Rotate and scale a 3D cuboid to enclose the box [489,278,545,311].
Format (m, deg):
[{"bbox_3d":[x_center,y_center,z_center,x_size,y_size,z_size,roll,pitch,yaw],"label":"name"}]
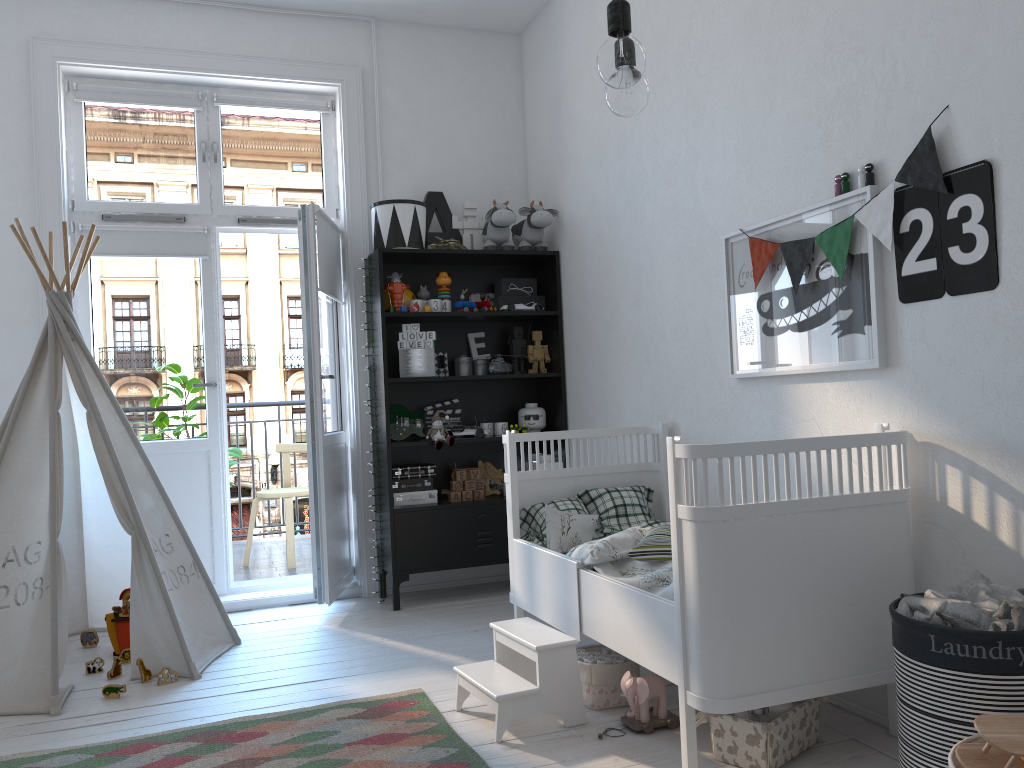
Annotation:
[{"bbox_3d":[0.031,-0.445,4.561,0.251,0.189,0.179,-2,-1,-20],"label":"box"}]

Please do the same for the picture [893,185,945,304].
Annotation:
[{"bbox_3d":[1.036,-0.361,2.264,0.010,0.301,0.152,-2,-1,-21],"label":"picture"}]

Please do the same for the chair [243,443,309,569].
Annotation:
[{"bbox_3d":[-1.360,0.725,5.445,0.436,0.715,0.498,-3,-1,25],"label":"chair"}]

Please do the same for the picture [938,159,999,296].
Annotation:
[{"bbox_3d":[1.088,-0.369,2.120,0.013,0.305,0.153,-2,-1,-20],"label":"picture"}]

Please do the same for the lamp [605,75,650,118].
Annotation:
[{"bbox_3d":[-0.306,-1.175,1.935,1.382,1.529,0.074,-4,-1,45],"label":"lamp"}]

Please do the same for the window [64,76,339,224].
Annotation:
[{"bbox_3d":[-1.490,-1.135,4.360,1.263,0.660,0.101,-2,-1,-20],"label":"window"}]

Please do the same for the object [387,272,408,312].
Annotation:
[{"bbox_3d":[-0.543,-0.433,4.229,0.105,0.203,0.072,-2,-1,-12],"label":"object"}]

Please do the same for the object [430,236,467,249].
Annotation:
[{"bbox_3d":[-0.317,-0.688,4.346,0.121,0.100,0.338,-3,-1,15],"label":"object"}]

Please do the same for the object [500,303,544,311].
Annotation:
[{"bbox_3d":[0.048,-0.378,4.417,0.230,0.048,0.098,-2,-1,-30],"label":"object"}]

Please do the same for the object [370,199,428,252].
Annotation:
[{"bbox_3d":[-0.539,-0.757,4.383,0.272,0.259,0.395,-3,-1,8],"label":"object"}]

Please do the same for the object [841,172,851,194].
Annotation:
[{"bbox_3d":[0.937,-0.563,2.490,0.025,0.064,0.025,-2,-1,-22],"label":"object"}]

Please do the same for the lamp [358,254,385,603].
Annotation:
[{"bbox_3d":[-0.257,0.197,4.456,0.985,1.684,0.095,-2,-1,-23],"label":"lamp"}]

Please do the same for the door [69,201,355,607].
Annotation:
[{"bbox_3d":[-1.356,0.104,4.108,1.263,1.838,0.637,-2,-1,-18],"label":"door"}]

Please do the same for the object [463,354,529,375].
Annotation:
[{"bbox_3d":[-0.064,-0.095,4.448,0.367,0.106,0.349,-2,-1,-18],"label":"object"}]

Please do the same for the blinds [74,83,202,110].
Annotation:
[{"bbox_3d":[-1.781,-1.373,4.240,0.565,0.087,0.032,-2,-1,-20],"label":"blinds"}]

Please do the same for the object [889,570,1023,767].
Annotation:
[{"bbox_3d":[0.991,0.668,1.861,0.345,0.513,0.346,-2,-1,-30],"label":"object"}]

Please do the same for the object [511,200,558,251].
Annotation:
[{"bbox_3d":[0.066,-0.776,4.479,0.211,0.253,0.386,-2,-1,-36],"label":"object"}]

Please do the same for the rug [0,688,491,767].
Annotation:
[{"bbox_3d":[-0.567,0.989,1.741,1.319,0.016,2.029,-2,-1,-20],"label":"rug"}]

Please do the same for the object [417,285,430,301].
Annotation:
[{"bbox_3d":[-0.439,-0.412,4.422,0.063,0.160,0.063,-2,-1,-41],"label":"object"}]

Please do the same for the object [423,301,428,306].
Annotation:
[{"bbox_3d":[-0.422,-0.368,4.317,0.067,0.067,0.067,-4,-1,44],"label":"object"}]

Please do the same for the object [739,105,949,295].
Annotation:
[{"bbox_3d":[0.910,-0.479,2.561,0.058,0.415,0.905,-2,-1,-21],"label":"object"}]

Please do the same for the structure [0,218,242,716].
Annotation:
[{"bbox_3d":[-1.715,0.217,3.408,1.143,1.749,1.143,-2,-1,-44],"label":"structure"}]

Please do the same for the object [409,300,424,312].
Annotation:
[{"bbox_3d":[-0.458,-0.368,4.257,0.067,0.067,0.067,-2,-1,-19],"label":"object"}]

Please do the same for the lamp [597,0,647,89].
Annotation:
[{"bbox_3d":[-0.333,-1.176,1.798,1.382,1.529,0.074,-4,-1,45],"label":"lamp"}]

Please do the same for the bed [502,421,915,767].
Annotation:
[{"bbox_3d":[0.511,0.553,2.797,0.670,0.832,1.404,-2,-1,-20],"label":"bed"}]

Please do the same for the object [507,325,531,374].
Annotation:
[{"bbox_3d":[0.041,-0.175,4.543,0.117,0.259,0.081,-2,-1,-20],"label":"object"}]

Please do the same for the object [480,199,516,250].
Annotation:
[{"bbox_3d":[-0.075,-0.770,4.423,0.154,0.253,0.370,-2,-1,-12],"label":"object"}]

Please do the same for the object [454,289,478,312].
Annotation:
[{"bbox_3d":[-0.227,-0.405,4.368,0.121,0.126,0.087,-2,-1,-43],"label":"object"}]

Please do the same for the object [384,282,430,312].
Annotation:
[{"bbox_3d":[-0.536,-0.427,4.306,0.197,0.197,0.318,-2,-1,-24],"label":"object"}]

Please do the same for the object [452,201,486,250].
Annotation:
[{"bbox_3d":[-0.212,-0.784,4.549,0.190,0.290,0.065,-2,-1,-15],"label":"object"}]

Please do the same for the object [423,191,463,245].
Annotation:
[{"bbox_3d":[-0.387,-0.803,4.519,0.343,0.344,0.057,-2,-1,-20],"label":"object"}]

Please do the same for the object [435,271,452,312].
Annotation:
[{"bbox_3d":[-0.331,-0.445,4.331,0.077,0.213,0.077,-3,-1,13],"label":"object"}]

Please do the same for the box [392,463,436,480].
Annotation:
[{"bbox_3d":[-0.493,0.426,4.318,0.215,0.062,0.179,-2,-1,-20],"label":"box"}]

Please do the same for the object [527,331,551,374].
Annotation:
[{"bbox_3d":[0.134,-0.160,4.510,0.114,0.221,0.052,-2,-1,-21],"label":"object"}]

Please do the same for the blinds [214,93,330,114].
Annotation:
[{"bbox_3d":[-1.199,-1.409,4.453,0.565,0.060,0.032,-2,-1,-20],"label":"blinds"}]

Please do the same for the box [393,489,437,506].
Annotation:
[{"bbox_3d":[-0.487,0.549,4.315,0.215,0.062,0.179,-2,-1,-20],"label":"box"}]

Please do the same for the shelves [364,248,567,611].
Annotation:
[{"bbox_3d":[-0.211,0.197,4.405,0.911,1.677,0.353,-2,-1,-20],"label":"shelves"}]

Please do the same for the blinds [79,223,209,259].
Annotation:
[{"bbox_3d":[-1.749,-0.680,4.230,0.565,0.158,0.032,-2,-1,-20],"label":"blinds"}]

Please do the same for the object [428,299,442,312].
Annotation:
[{"bbox_3d":[-0.371,-0.372,4.273,0.067,0.067,0.067,-2,-1,-19],"label":"object"}]

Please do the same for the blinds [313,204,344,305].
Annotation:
[{"bbox_3d":[-0.868,-0.604,4.248,0.032,0.390,0.565,-3,-1,0],"label":"blinds"}]

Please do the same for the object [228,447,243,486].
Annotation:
[{"bbox_3d":[-1.943,0.492,5.268,0.720,1.225,0.489,-2,-1,-10],"label":"object"}]

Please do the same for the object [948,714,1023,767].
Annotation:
[{"bbox_3d":[0.947,0.742,1.496,0.379,0.367,0.378,-3,-1,40],"label":"object"}]

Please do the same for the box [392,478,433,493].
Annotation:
[{"bbox_3d":[-0.508,0.488,4.309,0.215,0.062,0.179,-2,-1,-20],"label":"box"}]

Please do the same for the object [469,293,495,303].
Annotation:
[{"bbox_3d":[-0.053,-0.413,4.642,0.347,0.131,0.037,-2,-1,-20],"label":"object"}]

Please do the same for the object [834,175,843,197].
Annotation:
[{"bbox_3d":[0.928,-0.562,2.517,0.025,0.064,0.025,-2,-1,-24],"label":"object"}]

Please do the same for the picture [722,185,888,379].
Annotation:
[{"bbox_3d":[0.866,-0.277,2.713,0.030,0.492,0.703,-2,-1,-20],"label":"picture"}]

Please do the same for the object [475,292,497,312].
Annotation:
[{"bbox_3d":[-0.138,-0.407,4.445,0.122,0.112,0.087,-3,-1,41],"label":"object"}]
